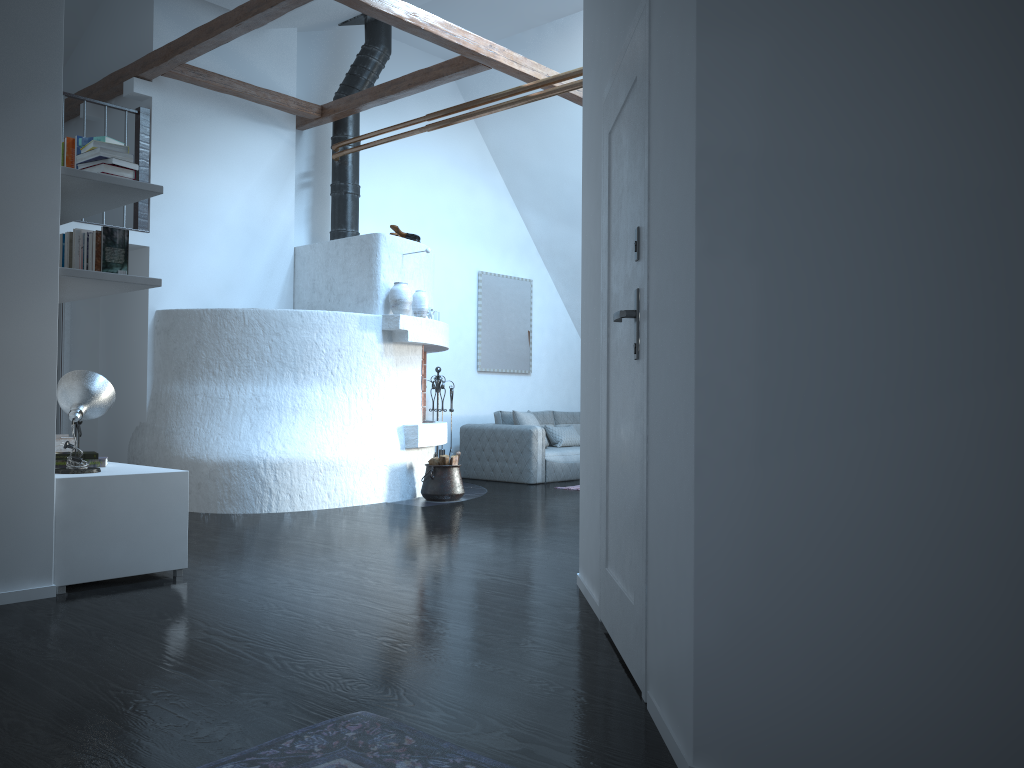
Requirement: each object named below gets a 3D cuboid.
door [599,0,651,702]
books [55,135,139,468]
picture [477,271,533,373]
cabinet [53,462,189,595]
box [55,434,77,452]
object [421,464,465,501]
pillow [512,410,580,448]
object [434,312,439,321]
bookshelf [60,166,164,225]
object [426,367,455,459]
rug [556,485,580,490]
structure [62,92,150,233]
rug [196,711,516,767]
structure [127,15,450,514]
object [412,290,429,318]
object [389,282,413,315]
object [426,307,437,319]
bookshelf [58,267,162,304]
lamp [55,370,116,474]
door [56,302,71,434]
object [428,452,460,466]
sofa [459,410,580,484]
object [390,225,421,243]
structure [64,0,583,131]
[{"bbox_3d":[0.393,-0.121,3.032,0.170,2.074,0.974,1,-1,-2],"label":"door"},{"bbox_3d":[-2.321,-0.391,4.593,1.387,1.622,0.393,0,-2,36],"label":"books"},{"bbox_3d":[-0.074,-0.738,10.852,0.025,1.185,0.965,-1,-2,42],"label":"picture"},{"bbox_3d":[-2.316,0.674,4.562,1.469,0.507,0.638,-1,-2,42],"label":"cabinet"},{"bbox_3d":[-2.600,0.348,4.831,0.441,0.150,0.258,0,-2,37],"label":"box"},{"bbox_3d":[-0.608,0.862,7.792,0.384,0.313,0.384,1,-1,-22],"label":"object"},{"bbox_3d":[0.689,0.523,10.469,0.444,0.515,2.075,-1,-2,42],"label":"pillow"},{"bbox_3d":[-0.796,-0.651,9.156,0.092,0.180,0.092,1,-1,-20],"label":"object"},{"bbox_3d":[-2.364,-0.923,4.526,1.471,0.038,0.478,-1,-2,42],"label":"bookshelf"},{"bbox_3d":[-0.803,0.433,9.577,0.376,1.245,0.376,0,-1,22],"label":"object"},{"bbox_3d":[1.848,1.060,9.362,1.512,0.029,2.647,-1,-2,42],"label":"rug"},{"bbox_3d":[-3.431,-0.668,6.417,0.781,3.267,1.897,-1,-2,42],"label":"structure"},{"bbox_3d":[-0.130,0.867,1.226,2.015,0.016,1.429,-1,-2,42],"label":"rug"},{"bbox_3d":[-2.057,-1.323,8.506,3.058,4.752,3.049,2,-2,-40],"label":"structure"},{"bbox_3d":[-0.813,-0.692,7.869,0.158,0.274,0.158,1,-1,-9],"label":"object"},{"bbox_3d":[-0.960,-0.717,7.653,0.203,0.314,0.203,0,-1,25],"label":"object"},{"bbox_3d":[-0.747,-0.642,8.041,0.064,0.114,0.161,-1,-2,44],"label":"object"},{"bbox_3d":[-2.368,-0.480,4.517,1.471,0.038,0.478,-1,-2,42],"label":"bookshelf"},{"bbox_3d":[-2.060,0.173,4.208,0.259,0.481,0.303,0,-1,4],"label":"lamp"},{"bbox_3d":[-4.203,-0.076,7.040,0.698,2.074,1.433,0,-1,1],"label":"door"},{"bbox_3d":[-0.602,0.779,7.772,0.270,0.370,0.240,-1,-2,41],"label":"object"},{"bbox_3d":[0.602,0.699,10.515,1.107,0.770,2.458,-1,-2,42],"label":"sofa"},{"bbox_3d":[-0.987,-1.340,8.161,0.311,0.094,0.783,0,-1,27],"label":"object"},{"bbox_3d":[1.747,-2.787,5.081,10.230,3.562,15.910,2,-2,-43],"label":"structure"}]
